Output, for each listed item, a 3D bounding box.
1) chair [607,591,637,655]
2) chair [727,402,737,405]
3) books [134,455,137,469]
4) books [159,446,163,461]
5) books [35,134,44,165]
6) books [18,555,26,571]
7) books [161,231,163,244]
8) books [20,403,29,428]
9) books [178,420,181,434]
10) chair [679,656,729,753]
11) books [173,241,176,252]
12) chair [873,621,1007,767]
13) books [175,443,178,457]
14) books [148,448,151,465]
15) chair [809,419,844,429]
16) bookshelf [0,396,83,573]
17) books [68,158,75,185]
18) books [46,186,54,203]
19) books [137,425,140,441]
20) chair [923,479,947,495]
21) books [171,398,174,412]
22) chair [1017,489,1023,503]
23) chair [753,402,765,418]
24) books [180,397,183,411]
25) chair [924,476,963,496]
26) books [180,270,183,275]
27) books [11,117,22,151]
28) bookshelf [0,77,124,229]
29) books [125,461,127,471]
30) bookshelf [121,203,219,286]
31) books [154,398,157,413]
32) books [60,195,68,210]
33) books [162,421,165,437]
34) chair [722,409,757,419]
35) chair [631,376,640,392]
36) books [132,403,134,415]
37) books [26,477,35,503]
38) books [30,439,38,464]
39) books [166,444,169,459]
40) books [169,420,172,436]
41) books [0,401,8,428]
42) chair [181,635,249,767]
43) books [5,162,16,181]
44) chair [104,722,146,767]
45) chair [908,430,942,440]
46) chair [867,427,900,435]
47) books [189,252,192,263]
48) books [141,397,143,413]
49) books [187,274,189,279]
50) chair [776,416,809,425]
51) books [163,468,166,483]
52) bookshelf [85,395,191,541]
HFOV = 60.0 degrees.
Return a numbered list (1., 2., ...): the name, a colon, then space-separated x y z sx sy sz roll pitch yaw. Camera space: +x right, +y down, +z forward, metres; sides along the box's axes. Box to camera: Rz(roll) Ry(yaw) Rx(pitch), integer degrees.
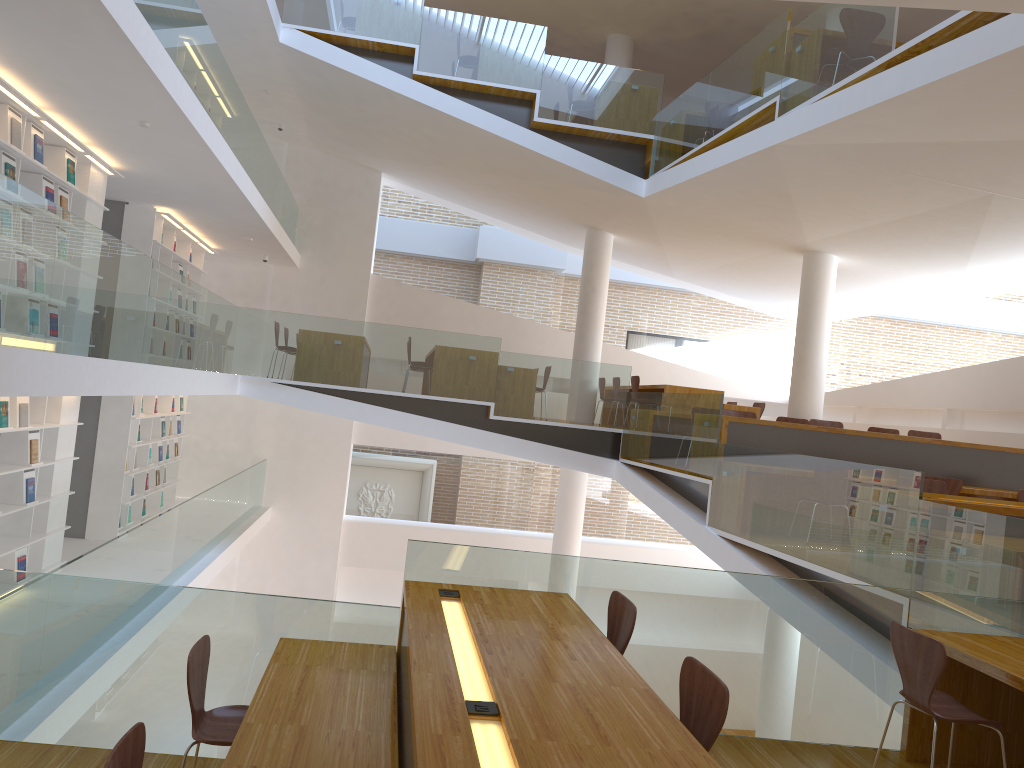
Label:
1. chair: 0.265 1.219 3.661 0.381 0.693 0.428 6 -1 -8
2. chair: 3.000 0.584 12.871 0.381 0.693 0.428 6 -1 -8
3. books: -4.564 0.928 10.714 0.037 0.210 0.145 6 -1 -8
4. books: -4.732 0.943 11.947 0.037 0.210 0.145 6 -1 -8
5. books: -3.675 -1.817 6.893 0.037 0.210 0.145 6 -1 -8
6. books: -4.139 1.560 7.489 0.037 0.210 0.145 6 -1 -8
7. books: -4.272 -1.773 10.781 0.037 0.210 0.145 6 -1 -8
8. books: -3.947 0.262 7.173 0.037 0.210 0.145 6 -1 -8
9. books: -4.817 0.634 12.835 0.037 0.210 0.145 6 -1 -8
10. chair: 0.396 1.209 2.699 0.381 0.693 0.428 6 -1 -8
11. books: -4.367 -1.750 11.462 0.037 0.210 0.145 6 -1 -8
12. chair: 1.812 1.389 3.704 0.381 0.693 0.428 6 -1 -8
13. books: -4.853 0.957 12.830 0.037 0.210 0.145 6 -1 -8
14. books: -4.659 0.930 11.394 0.037 0.210 0.145 6 -1 -8
15. chair: 3.321 0.728 9.234 0.428 0.693 0.381 6 -1 -8
16. bookshelf: -4.094 0.851 6.606 0.397 1.836 3.666 6 -1 -8
17. books: -3.770 -1.808 7.587 0.037 0.210 0.145 6 -1 -8
18. books: -3.759 -1.487 7.214 0.037 0.210 0.145 6 -1 -8
19. books: -4.530 0.599 10.737 0.037 0.210 0.145 6 -1 -8
20. chair: 3.042 1.047 6.423 0.428 0.693 0.381 6 -1 -8
21. books: -4.712 0.299 12.311 0.037 0.210 0.145 6 -1 -8
22. chair: 3.998 1.155 6.552 0.428 0.693 0.381 6 -1 -8
23. chair: 3.131 0.574 11.909 0.381 0.693 0.428 6 -1 -8
24. books: -4.783 0.299 12.843 0.037 0.210 0.145 6 -1 -8
25. chair: 3.685 1.158 7.864 0.428 0.693 0.381 6 -1 -8
26. books: -4.476 -1.431 12.007 0.037 0.210 0.145 6 -1 -8
27. books: -3.619 -1.820 6.476 0.037 0.210 0.145 6 -1 -8
28. bookshelf: -3.821 -1.192 6.665 0.498 1.836 3.666 6 -1 -8
29. books: -4.514 0.914 10.335 0.037 0.210 0.145 6 -1 -8
30. bookshelf: -4.500 -1.139 11.682 0.498 1.836 2.984 6 -1 -8
31. books: -4.589 0.289 11.410 0.037 0.210 0.145 6 -1 -8
32. books: -3.802 -1.481 7.527 0.037 0.210 0.145 6 -1 -8
33. books: -4.698 0.608 11.956 0.037 0.210 0.145 6 -1 -8
34. chair: 2.365 0.620 9.104 0.428 0.693 0.381 6 -1 -8
35. chair: 1.706 0.260 11.363 0.381 0.693 0.428 6 -1 -8
36. books: -4.444 0.276 10.368 0.037 0.210 0.145 6 -1 -8
37. books: -4.060 0.899 7.481 0.037 0.210 0.145 6 -1 -8
38. books: -4.025 0.573 7.472 0.037 0.210 0.145 6 -1 -8
39. books: -4.777 0.946 12.280 0.037 0.210 0.145 6 -1 -8
40. books: -4.746 0.612 12.303 0.037 0.210 0.145 6 -1 -8
41. books: -3.893 0.238 6.789 0.037 0.210 0.145 6 -1 -8
42. chair: -1.093 1.383 3.475 0.381 0.693 0.428 6 -1 -8
43. books: -3.654 -1.492 6.461 0.037 0.210 0.145 6 -1 -8
44. chair: -0.962 1.373 2.512 0.381 0.693 0.428 6 -1 -8
45. chair: 4.416 0.850 9.343 0.428 0.693 0.381 6 -1 -8
46. chair: 4.190 0.849 10.283 0.428 0.693 0.381 6 -1 -8
47. books: -4.489 -1.740 12.363 0.037 0.210 0.145 6 -1 -8
48. books: -4.491 0.246 10.722 0.037 0.210 0.145 6 -1 -8
49. books: -4.523 -1.427 12.355 0.037 0.210 0.145 6 -1 -8
50. chair: 3.093 0.725 10.097 0.428 0.693 0.381 6 -1 -8
51. books: -4.812 1.269 12.272 0.037 0.210 0.145 6 -1 -8
52. bookshelf: -4.723 0.909 11.630 0.498 1.836 2.984 6 -1 -8
